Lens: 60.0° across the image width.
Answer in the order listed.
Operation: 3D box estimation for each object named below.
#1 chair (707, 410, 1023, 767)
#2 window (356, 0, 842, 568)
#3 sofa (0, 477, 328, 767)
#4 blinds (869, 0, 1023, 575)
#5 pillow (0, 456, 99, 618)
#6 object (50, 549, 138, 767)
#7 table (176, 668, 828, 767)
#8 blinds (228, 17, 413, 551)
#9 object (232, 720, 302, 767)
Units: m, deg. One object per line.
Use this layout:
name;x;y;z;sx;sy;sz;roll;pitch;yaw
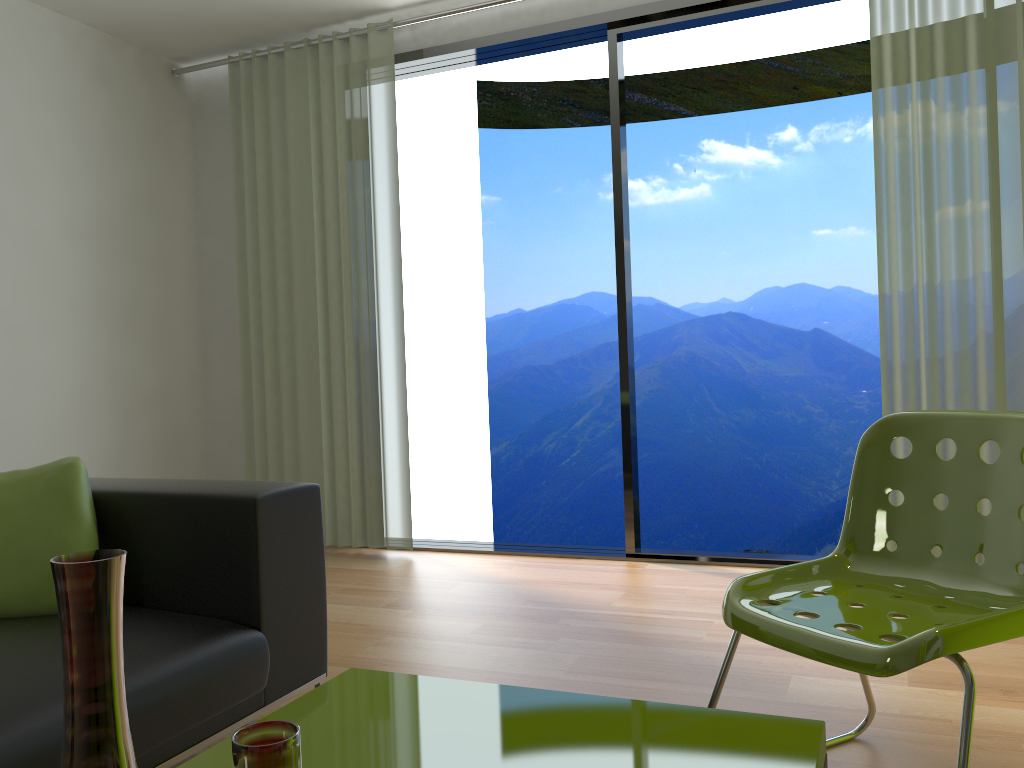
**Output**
chair;0.716;0.442;1.649;0.546;0.759;0.640;-2;1;-28
window;0.722;-0.437;4.015;3.336;2.498;0.219;-2;1;23
sofa;-1.393;0.587;1.174;1.061;0.639;2.583;-2;1;23
blinds;1.893;-0.555;3.271;1.012;2.568;0.067;-2;1;23
pillow;-1.146;0.359;2.009;0.399;0.362;0.269;-2;1;-18
object;-0.293;0.322;0.633;0.168;0.400;0.168;-2;1;9
table;-0.241;0.693;0.668;0.810;0.349;1.682;-2;1;23
blinds;-0.976;-0.462;4.493;1.012;2.568;0.067;-2;1;23
object;-0.278;0.459;1.012;0.075;0.122;0.076;-2;1;-32
